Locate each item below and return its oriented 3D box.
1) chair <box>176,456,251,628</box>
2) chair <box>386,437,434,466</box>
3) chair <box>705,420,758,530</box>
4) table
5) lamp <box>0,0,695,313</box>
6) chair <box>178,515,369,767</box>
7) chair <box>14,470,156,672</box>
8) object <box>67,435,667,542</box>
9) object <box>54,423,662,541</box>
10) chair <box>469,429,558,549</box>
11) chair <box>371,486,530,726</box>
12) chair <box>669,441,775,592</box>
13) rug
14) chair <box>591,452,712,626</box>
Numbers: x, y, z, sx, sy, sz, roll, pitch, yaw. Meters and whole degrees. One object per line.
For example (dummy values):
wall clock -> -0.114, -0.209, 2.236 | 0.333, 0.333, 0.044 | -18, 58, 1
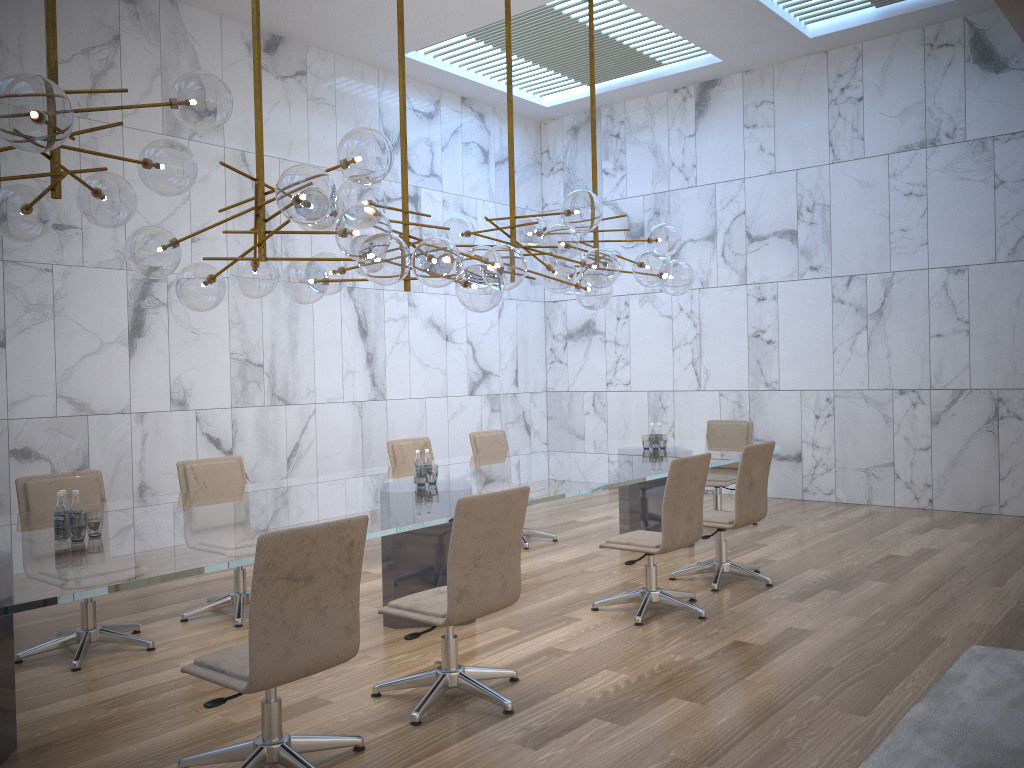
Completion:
chair -> -1.815, 0.999, 5.827 | 0.697, 1.000, 0.726 | -1, 1, 39
chair -> -0.642, 0.954, 7.252 | 0.697, 1.000, 0.726 | -1, 1, 39
chair -> 2.037, 0.873, 8.751 | 0.726, 1.000, 0.697 | -1, 1, 40
table -> -0.539, 1.049, 5.622 | 2.092, 0.835, 7.924 | -1, 1, 40
lamp -> -0.683, -1.760, 5.497 | 1.557, 2.716, 5.672 | -1, 1, 39
chair -> -0.911, 1.008, 3.408 | 0.697, 1.000, 0.726 | -1, 1, 40
chair -> -2.443, 1.023, 5.065 | 0.697, 1.000, 0.726 | -1, 1, 39
object -> -0.328, 0.565, 5.832 | 0.183, 0.117, 5.112 | -1, 1, 40
object -> -0.358, 0.517, 5.873 | 0.124, 0.213, 5.189 | -1, 1, 40
chair -> -0.006, 0.930, 8.023 | 0.697, 1.000, 0.726 | -1, 1, 39
chair -> -0.275, 0.983, 4.179 | 0.697, 1.000, 0.726 | -1, 1, 40
chair -> 1.532, 0.914, 6.373 | 0.697, 1.000, 0.726 | -1, 1, 40
rug -> 2.038, 1.426, 3.190 | 1.320, 0.034, 3.025 | -1, 1, 39
chair -> 0.901, 0.938, 5.606 | 0.697, 1.000, 0.726 | -1, 1, 40
